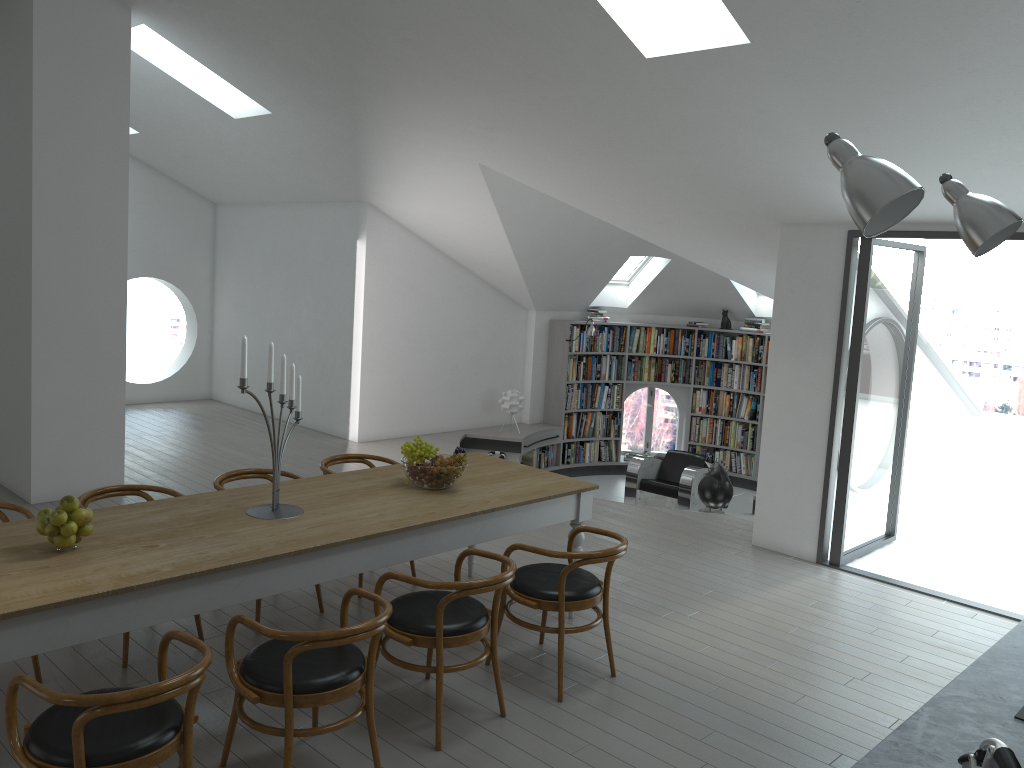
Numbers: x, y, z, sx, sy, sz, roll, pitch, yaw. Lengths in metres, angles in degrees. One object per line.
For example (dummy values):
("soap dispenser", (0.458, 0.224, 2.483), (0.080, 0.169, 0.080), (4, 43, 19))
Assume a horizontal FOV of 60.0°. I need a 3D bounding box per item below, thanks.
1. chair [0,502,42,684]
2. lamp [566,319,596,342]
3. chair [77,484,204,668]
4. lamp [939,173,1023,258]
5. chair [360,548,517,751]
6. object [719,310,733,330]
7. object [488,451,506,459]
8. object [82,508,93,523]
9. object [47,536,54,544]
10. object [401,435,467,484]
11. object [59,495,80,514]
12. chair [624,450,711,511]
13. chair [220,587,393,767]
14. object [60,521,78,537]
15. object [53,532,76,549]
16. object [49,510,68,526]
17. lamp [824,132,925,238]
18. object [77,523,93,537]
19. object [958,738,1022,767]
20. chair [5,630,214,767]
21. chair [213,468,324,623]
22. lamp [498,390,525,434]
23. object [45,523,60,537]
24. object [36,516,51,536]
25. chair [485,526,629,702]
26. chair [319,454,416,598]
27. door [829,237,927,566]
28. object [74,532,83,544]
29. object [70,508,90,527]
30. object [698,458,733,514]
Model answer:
("chair", (-2.483, 0.971, 4.083), (0.527, 0.732, 0.623), (-3, 9, -43))
("lamp", (0.889, -0.681, 11.263), (0.415, 0.311, 0.117), (9, 8, 40))
("chair", (-1.931, 0.942, 4.554), (0.623, 0.732, 0.528), (9, 8, 39))
("lamp", (0.991, -0.355, 1.865), (0.115, 0.177, 0.165), (0, 7, -28))
("chair", (-0.299, 1.122, 3.922), (0.623, 0.732, 0.528), (9, 8, 40))
("object", (2.851, -0.852, 11.746), (0.147, 0.264, 0.202), (9, 8, 40))
("object", (-0.183, 0.834, 10.168), (0.218, 0.082, 0.474), (4, 7, 6))
("object", (-1.721, 0.533, 3.559), (0.071, 0.063, 0.072), (8, 8, 37))
("object", (-1.807, 0.603, 3.516), (0.064, 0.063, 0.063), (-1, 8, -35))
("object", (-0.424, 0.422, 4.788), (0.394, 0.283, 0.293), (4, 7, 8))
("object", (-1.745, 0.475, 3.492), (0.072, 0.074, 0.072), (10, 9, 44))
("chair", (1.829, 1.155, 10.037), (0.825, 0.717, 0.742), (9, 9, 38))
("chair", (-0.763, 1.168, 3.358), (0.527, 0.732, 0.623), (-3, 9, -43))
("object", (-1.718, 0.561, 3.435), (0.062, 0.059, 0.062), (-3, 9, -42))
("object", (-1.749, 0.605, 3.469), (0.080, 0.074, 0.078), (3, 7, -1))
("object", (-1.747, 0.517, 3.415), (0.062, 0.059, 0.062), (10, 9, 44))
("lamp", (0.585, -0.329, 1.453), (0.169, 0.176, 0.112), (8, 8, 36))
("object", (-1.694, 0.578, 3.517), (0.060, 0.055, 0.059), (9, 9, 38))
("object", (0.850, 0.761, 1.561), (0.246, 0.267, 0.247), (-1, 8, -36))
("chair", (-1.274, 1.205, 2.847), (0.623, 0.732, 0.528), (9, 8, 40))
("chair", (-1.413, 0.906, 5.065), (0.623, 0.732, 0.528), (10, 9, 44))
("lamp", (-0.008, 0.335, 10.835), (0.306, 0.523, 0.306), (7, 7, 32))
("object", (-1.775, 0.564, 3.423), (0.051, 0.053, 0.053), (8, 8, 35))
("object", (-1.816, 0.554, 3.460), (0.076, 0.076, 0.077), (5, 7, 11))
("chair", (0.249, 1.091, 4.400), (0.623, 0.732, 0.528), (10, 9, 43))
("chair", (-0.935, 0.862, 5.614), (0.527, 0.732, 0.623), (-2, 9, -42))
("door", (2.760, 0.115, 6.653), (0.080, 2.340, 1.052), (9, 8, 43))
("object", (-1.740, 0.612, 3.536), (0.051, 0.050, 0.050), (-3, 9, -42))
("object", (-1.699, 0.526, 3.488), (0.066, 0.071, 0.073), (5, 7, 13))
("object", (1.867, 0.957, 8.124), (0.320, 0.561, 0.321), (5, 6, 17))
